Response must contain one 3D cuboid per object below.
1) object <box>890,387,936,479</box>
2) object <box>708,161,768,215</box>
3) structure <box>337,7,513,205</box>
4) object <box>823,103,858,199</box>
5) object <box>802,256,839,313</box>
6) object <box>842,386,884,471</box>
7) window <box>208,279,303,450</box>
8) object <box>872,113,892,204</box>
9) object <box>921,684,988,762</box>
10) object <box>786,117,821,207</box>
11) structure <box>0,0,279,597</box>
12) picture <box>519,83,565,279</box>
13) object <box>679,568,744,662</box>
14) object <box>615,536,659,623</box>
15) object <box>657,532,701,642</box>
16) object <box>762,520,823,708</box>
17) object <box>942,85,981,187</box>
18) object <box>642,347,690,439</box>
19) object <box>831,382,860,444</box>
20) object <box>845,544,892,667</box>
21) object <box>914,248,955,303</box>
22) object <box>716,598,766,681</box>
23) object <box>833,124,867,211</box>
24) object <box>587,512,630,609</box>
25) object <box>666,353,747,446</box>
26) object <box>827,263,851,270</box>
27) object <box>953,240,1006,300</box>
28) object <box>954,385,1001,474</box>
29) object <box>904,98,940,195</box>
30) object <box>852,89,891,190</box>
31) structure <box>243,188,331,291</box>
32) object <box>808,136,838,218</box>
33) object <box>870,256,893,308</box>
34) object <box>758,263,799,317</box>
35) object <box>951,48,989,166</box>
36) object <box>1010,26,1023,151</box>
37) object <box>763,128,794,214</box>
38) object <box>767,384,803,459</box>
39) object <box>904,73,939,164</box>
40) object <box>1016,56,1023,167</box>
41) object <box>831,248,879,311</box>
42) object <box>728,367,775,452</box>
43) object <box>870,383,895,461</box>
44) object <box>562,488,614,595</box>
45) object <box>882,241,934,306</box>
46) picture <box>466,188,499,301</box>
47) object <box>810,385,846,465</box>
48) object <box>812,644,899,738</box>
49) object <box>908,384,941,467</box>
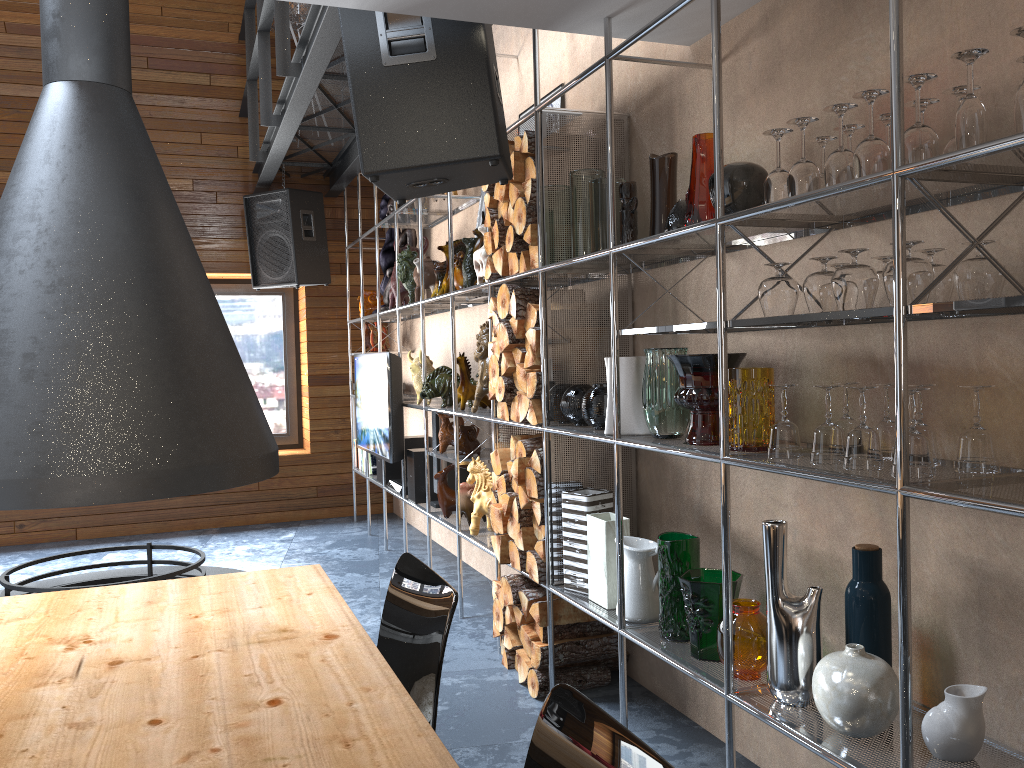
[{"bbox_3d":[0.768,0.093,1.703,0.081,0.170,0.081,-1,2,6],"label":"object"},{"bbox_3d":[0.568,-0.476,2.216,0.149,0.149,0.148,-1,2,23],"label":"object"},{"bbox_3d":[-0.270,-0.996,2.880,0.506,0.744,0.460,-1,2,5],"label":"structure"},{"bbox_3d":[0.688,-0.485,1.853,0.070,0.184,0.071,-3,2,-44],"label":"object"},{"bbox_3d":[0.687,-0.214,1.949,0.092,0.124,0.092,-1,2,6],"label":"object"},{"bbox_3d":[0.727,0.090,1.838,0.081,0.170,0.081,-2,2,-24],"label":"object"},{"bbox_3d":[-4.518,-0.066,6.464,5.936,1.522,0.101,-2,2,-20],"label":"window"},{"bbox_3d":[0.821,-0.491,1.936,0.070,0.184,0.071,-3,2,-44],"label":"object"},{"bbox_3d":[0.887,0.678,1.779,0.100,0.142,0.102,-3,2,-41],"label":"object"},{"bbox_3d":[0.641,-0.486,1.952,0.070,0.184,0.071,-3,2,-44],"label":"object"},{"bbox_3d":[-1.405,-1.651,2.837,1.197,5.700,1.689,-2,2,-20],"label":"structure"},{"bbox_3d":[0.115,-0.871,4.069,0.090,0.863,0.530,-2,2,-20],"label":"picture"},{"bbox_3d":[0.544,0.629,2.411,0.157,0.219,0.161,-1,2,26],"label":"object"},{"bbox_3d":[0.409,0.608,2.777,0.171,0.245,0.146,-1,2,10],"label":"object"},{"bbox_3d":[0.486,0.587,2.582,0.125,0.295,0.130,-1,2,4],"label":"object"},{"bbox_3d":[0.664,0.535,2.087,0.129,0.420,0.129,-2,2,-17],"label":"object"},{"bbox_3d":[0.887,-0.487,1.749,0.070,0.184,0.071,-3,2,-44],"label":"object"},{"bbox_3d":[0.452,0.027,2.593,0.144,0.264,0.142,-1,2,10],"label":"object"},{"bbox_3d":[0.788,0.081,2.093,0.081,0.170,0.081,-1,2,6],"label":"object"},{"bbox_3d":[0.820,0.557,2.042,0.099,0.372,0.099,-1,2,28],"label":"object"},{"bbox_3d":[0.872,-0.216,1.848,0.092,0.124,0.092,-1,2,6],"label":"object"},{"bbox_3d":[0.594,0.648,2.254,0.145,0.188,0.145,-2,2,-29],"label":"object"},{"bbox_3d":[0.771,-0.492,2.024,0.070,0.184,0.071,-3,2,-44],"label":"object"},{"bbox_3d":[0.322,0.584,2.951,0.092,0.287,0.148,-2,2,-20],"label":"object"},{"bbox_3d":[0.532,0.040,2.414,0.218,0.244,0.216,-2,2,-30],"label":"object"},{"bbox_3d":[0.776,-0.221,2.108,0.092,0.124,0.092,-1,2,6],"label":"object"},{"bbox_3d":[0.914,-0.214,1.735,0.092,0.124,0.092,-1,2,6],"label":"object"},{"bbox_3d":[0.915,0.088,1.746,0.081,0.170,0.081,-1,2,6],"label":"object"},{"bbox_3d":[0.848,-0.488,1.834,0.070,0.184,0.071,-3,2,-44],"label":"object"},{"bbox_3d":[0.713,-0.483,1.760,0.070,0.184,0.071,-3,2,-44],"label":"object"},{"bbox_3d":[-1.650,-1.067,6.610,0.461,0.735,0.488,-1,2,30],"label":"structure"},{"bbox_3d":[0.747,-0.494,2.127,0.070,0.184,0.071,-3,2,-44],"label":"object"},{"bbox_3d":[0.829,-0.219,1.965,0.092,0.124,0.092,-1,2,6],"label":"object"},{"bbox_3d":[0.617,-0.216,2.055,0.092,0.124,0.092,-1,2,6],"label":"object"},{"bbox_3d":[0.803,-0.482,1.553,0.060,0.191,0.060,-1,2,6],"label":"object"},{"bbox_3d":[0.844,-0.480,1.442,0.060,0.191,0.060,-1,2,6],"label":"object"},{"bbox_3d":[0.615,-0.488,2.044,0.070,0.184,0.071,-3,2,-44],"label":"object"},{"bbox_3d":[0.634,0.086,2.065,0.081,0.170,0.081,-1,2,6],"label":"object"},{"bbox_3d":[0.764,-0.481,1.669,0.070,0.184,0.071,-3,2,-44],"label":"object"},{"bbox_3d":[0.934,-0.486,1.581,0.060,0.191,0.060,-1,2,6],"label":"object"},{"bbox_3d":[0.701,-0.211,1.813,0.092,0.124,0.092,-1,2,6],"label":"object"},{"bbox_3d":[0.599,0.062,2.230,0.120,0.206,0.120,-1,2,27],"label":"object"},{"bbox_3d":[0.835,0.083,1.978,0.081,0.170,0.081,-2,2,-24],"label":"object"},{"bbox_3d":[0.269,0.551,3.135,0.140,0.347,0.139,-3,2,-40],"label":"object"},{"bbox_3d":[0.762,-0.209,1.707,0.092,0.124,0.092,-1,2,6],"label":"object"},{"bbox_3d":[-0.105,-0.761,4.594,0.136,0.625,0.544,-2,2,-20],"label":"picture"},{"bbox_3d":[0.694,0.088,1.943,0.081,0.170,0.081,-2,2,-24],"label":"object"},{"bbox_3d":[0.736,0.655,1.900,0.177,0.188,0.177,-1,2,21],"label":"object"},{"bbox_3d":[0.858,0.086,1.869,0.081,0.170,0.081,-2,2,-24],"label":"object"}]
